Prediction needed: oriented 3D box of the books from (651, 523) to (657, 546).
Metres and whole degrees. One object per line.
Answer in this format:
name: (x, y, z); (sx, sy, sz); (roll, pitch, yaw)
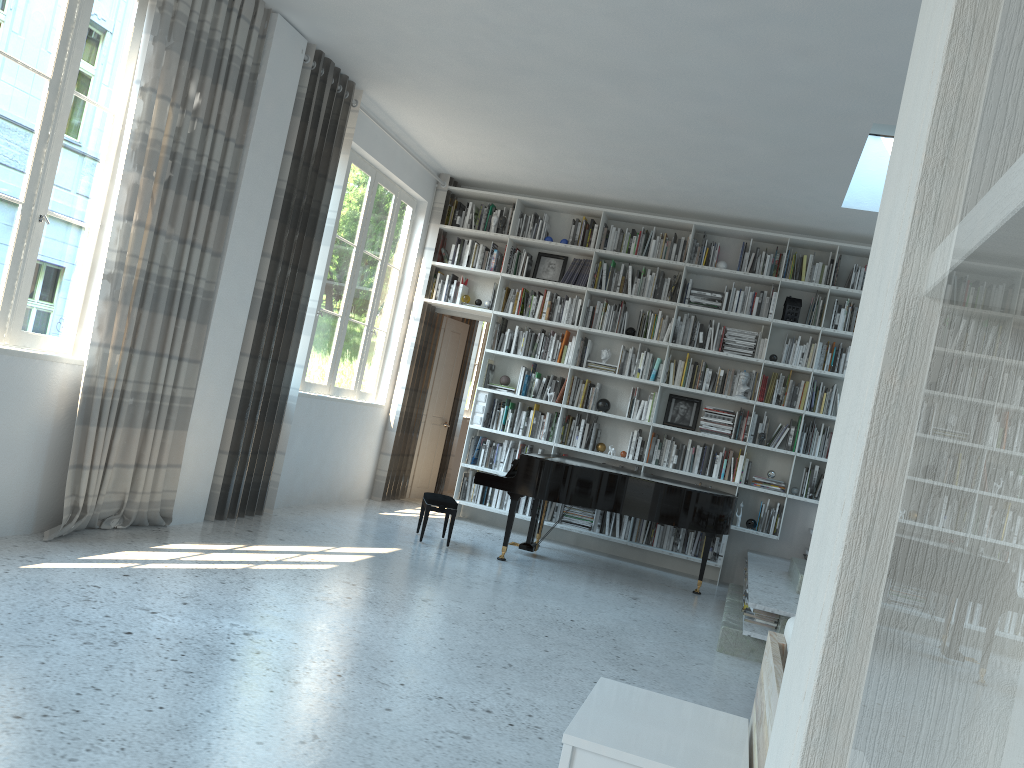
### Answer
books: (1.308, 1.335, 8.096); (0.012, 0.276, 0.154); (12, -1, 15)

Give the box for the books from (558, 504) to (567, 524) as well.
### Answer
books: (0.485, 1.164, 8.322); (0.027, 0.282, 0.129); (12, -1, 15)

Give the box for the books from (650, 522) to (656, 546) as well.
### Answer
books: (1.292, 1.351, 8.095); (0.012, 0.239, 0.128); (12, -1, 15)

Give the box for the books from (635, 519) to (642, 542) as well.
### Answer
books: (1.172, 1.294, 8.112); (0.014, 0.300, 0.184); (12, -1, 15)

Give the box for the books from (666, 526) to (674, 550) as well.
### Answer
books: (1.443, 1.370, 8.055); (0.028, 0.261, 0.132); (12, -1, 15)

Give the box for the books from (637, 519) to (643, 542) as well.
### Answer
books: (1.193, 1.279, 8.125); (0.014, 0.340, 0.140); (12, -1, 15)

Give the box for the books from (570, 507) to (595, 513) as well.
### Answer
books: (0.646, 1.171, 8.280); (0.254, 0.006, 0.161); (12, -2, 15)

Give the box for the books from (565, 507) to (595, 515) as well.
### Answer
books: (0.642, 1.181, 8.274); (0.285, 0.005, 0.159); (12, -2, 12)

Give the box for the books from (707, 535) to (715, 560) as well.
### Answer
books: (1.790, 1.458, 7.952); (0.028, 0.227, 0.162); (12, -1, 15)

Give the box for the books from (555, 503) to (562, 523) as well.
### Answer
books: (0.454, 1.186, 8.328); (0.027, 0.227, 0.139); (12, -1, 15)

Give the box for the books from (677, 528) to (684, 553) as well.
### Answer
books: (1.531, 1.374, 8.013); (0.014, 0.288, 0.185); (12, -1, 15)

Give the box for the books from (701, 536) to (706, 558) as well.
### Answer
books: (1.728, 1.429, 7.958); (0.011, 0.258, 0.171); (12, -1, 15)

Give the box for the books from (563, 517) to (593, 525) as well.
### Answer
books: (0.623, 1.276, 8.274); (0.285, 0.007, 0.159); (11, -2, 17)

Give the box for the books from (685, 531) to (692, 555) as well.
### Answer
books: (1.592, 1.428, 7.985); (0.010, 0.206, 0.180); (12, -1, 15)

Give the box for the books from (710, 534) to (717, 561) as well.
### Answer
books: (1.810, 1.447, 7.938); (0.012, 0.256, 0.176); (12, -1, 15)

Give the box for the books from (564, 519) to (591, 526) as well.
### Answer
books: (0.621, 1.283, 8.270); (0.254, 0.007, 0.161); (12, -2, 11)

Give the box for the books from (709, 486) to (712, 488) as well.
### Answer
books: (1.747, 1.056, 7.923); (0.015, 0.293, 0.169); (12, -1, 15)

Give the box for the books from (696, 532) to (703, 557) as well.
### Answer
books: (1.694, 1.392, 7.960); (0.013, 0.317, 0.186); (12, -1, 15)

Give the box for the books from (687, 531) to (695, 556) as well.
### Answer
books: (1.612, 1.430, 7.984); (0.029, 0.210, 0.170); (12, -1, 15)

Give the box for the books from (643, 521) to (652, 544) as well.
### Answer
books: (1.254, 1.306, 8.100); (0.034, 0.311, 0.170); (12, -1, 15)

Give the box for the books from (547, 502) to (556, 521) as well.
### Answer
books: (0.388, 1.194, 8.338); (0.053, 0.184, 0.148); (12, -1, 15)

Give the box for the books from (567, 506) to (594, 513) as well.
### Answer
books: (0.648, 1.165, 8.281); (0.254, 0.006, 0.161); (12, -2, 15)

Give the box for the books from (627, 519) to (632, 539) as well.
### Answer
books: (1.102, 1.313, 8.158); (0.021, 0.237, 0.115); (12, -1, 15)

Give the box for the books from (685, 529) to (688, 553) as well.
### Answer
books: (1.577, 1.422, 8.022); (0.040, 0.212, 0.129); (12, -1, 15)

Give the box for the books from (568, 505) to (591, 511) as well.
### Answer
books: (0.649, 1.154, 8.279); (0.254, 0.006, 0.161); (11, -2, 16)

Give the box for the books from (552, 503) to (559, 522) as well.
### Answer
books: (0.428, 1.178, 8.326); (0.023, 0.231, 0.164); (12, -1, 15)

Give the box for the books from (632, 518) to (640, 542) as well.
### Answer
books: (1.148, 1.312, 8.117); (0.026, 0.256, 0.183); (12, -1, 15)

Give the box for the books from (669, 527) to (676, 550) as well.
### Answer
books: (1.462, 1.403, 8.045); (0.024, 0.203, 0.144); (12, -1, 15)

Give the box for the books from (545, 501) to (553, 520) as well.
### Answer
books: (0.355, 1.181, 8.356); (0.025, 0.198, 0.160); (12, -1, 15)

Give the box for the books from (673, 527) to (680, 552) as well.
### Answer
books: (1.495, 1.405, 8.028); (0.022, 0.213, 0.167); (12, -1, 15)

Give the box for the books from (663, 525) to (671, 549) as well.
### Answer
books: (1.413, 1.377, 8.063); (0.030, 0.234, 0.138); (12, -1, 15)

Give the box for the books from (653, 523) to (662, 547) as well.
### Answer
books: (1.325, 1.373, 8.064); (0.028, 0.206, 0.175); (12, -1, 15)

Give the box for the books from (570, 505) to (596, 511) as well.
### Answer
books: (0.648, 1.148, 8.270); (0.285, 0.005, 0.159); (11, -2, 20)

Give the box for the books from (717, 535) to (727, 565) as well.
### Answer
books: (1.868, 1.450, 7.858); (0.038, 0.269, 0.277); (12, -1, 15)

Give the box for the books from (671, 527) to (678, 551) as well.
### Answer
books: (1.485, 1.366, 8.029); (0.013, 0.285, 0.185); (12, -1, 15)

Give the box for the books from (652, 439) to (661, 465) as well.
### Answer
books: (1.324, 0.621, 8.121); (0.027, 0.234, 0.167); (12, -1, 15)

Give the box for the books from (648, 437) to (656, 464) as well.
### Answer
books: (1.293, 0.611, 8.149); (0.029, 0.244, 0.154); (12, -1, 15)

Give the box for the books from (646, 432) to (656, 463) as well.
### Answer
books: (1.278, 0.587, 8.157); (0.012, 0.285, 0.159); (12, -1, 15)

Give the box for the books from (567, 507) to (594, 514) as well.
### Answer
books: (0.643, 1.175, 8.270); (0.254, 0.006, 0.161); (12, -2, 10)

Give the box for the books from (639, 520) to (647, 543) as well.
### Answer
books: (1.213, 1.322, 8.120); (0.025, 0.263, 0.145); (12, -1, 15)

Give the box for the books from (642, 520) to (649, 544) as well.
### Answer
books: (1.235, 1.289, 8.106); (0.012, 0.337, 0.144); (12, -1, 15)

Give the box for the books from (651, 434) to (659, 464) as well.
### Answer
books: (1.313, 0.598, 8.137); (0.011, 0.275, 0.146); (12, -1, 15)

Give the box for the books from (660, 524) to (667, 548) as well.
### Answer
books: (1.392, 1.343, 8.068); (0.026, 0.294, 0.155); (12, -1, 15)

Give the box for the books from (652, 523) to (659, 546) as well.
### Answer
books: (1.317, 1.347, 8.093); (0.012, 0.255, 0.150); (12, -1, 15)

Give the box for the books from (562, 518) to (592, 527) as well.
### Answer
books: (0.619, 1.290, 8.267); (0.285, 0.007, 0.159); (11, -2, 20)

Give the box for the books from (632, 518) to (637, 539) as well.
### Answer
books: (1.135, 1.319, 8.145); (0.010, 0.237, 0.134); (12, -1, 15)

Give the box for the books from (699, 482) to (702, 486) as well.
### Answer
books: (1.659, 1.033, 7.943); (0.013, 0.303, 0.181); (12, -1, 15)

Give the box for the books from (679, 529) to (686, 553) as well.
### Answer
books: (1.550, 1.391, 8.023); (0.024, 0.262, 0.131); (12, -1, 15)

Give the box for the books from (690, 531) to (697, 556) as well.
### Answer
books: (1.640, 1.393, 7.981); (0.011, 0.292, 0.184); (12, -1, 15)

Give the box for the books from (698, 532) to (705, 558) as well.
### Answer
books: (1.711, 1.436, 7.977); (0.028, 0.238, 0.140); (12, -1, 15)

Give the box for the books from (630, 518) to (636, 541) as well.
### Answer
books: (1.125, 1.309, 8.145); (0.012, 0.254, 0.161); (12, -1, 15)

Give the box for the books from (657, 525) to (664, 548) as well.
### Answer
books: (1.358, 1.386, 8.085); (0.030, 0.197, 0.143); (12, -1, 15)

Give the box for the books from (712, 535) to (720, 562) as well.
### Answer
books: (1.824, 1.469, 7.927); (0.029, 0.217, 0.191); (12, -1, 15)

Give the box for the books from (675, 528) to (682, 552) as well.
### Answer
books: (1.522, 1.347, 8.015); (0.014, 0.335, 0.183); (12, -1, 15)

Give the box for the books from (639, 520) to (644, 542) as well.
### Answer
books: (1.199, 1.322, 8.134); (0.010, 0.259, 0.131); (12, -1, 15)

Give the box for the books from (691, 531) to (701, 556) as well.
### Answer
books: (1.659, 1.418, 7.964); (0.044, 0.251, 0.187); (12, -1, 15)

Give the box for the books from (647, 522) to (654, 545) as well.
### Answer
books: (1.277, 1.344, 8.103); (0.022, 0.247, 0.144); (12, -1, 15)

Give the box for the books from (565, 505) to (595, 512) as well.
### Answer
books: (0.649, 1.160, 8.281); (0.285, 0.005, 0.159); (12, -2, 15)

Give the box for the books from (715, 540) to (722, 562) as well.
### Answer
books: (1.848, 1.493, 7.932); (0.023, 0.182, 0.149); (12, -1, 15)
